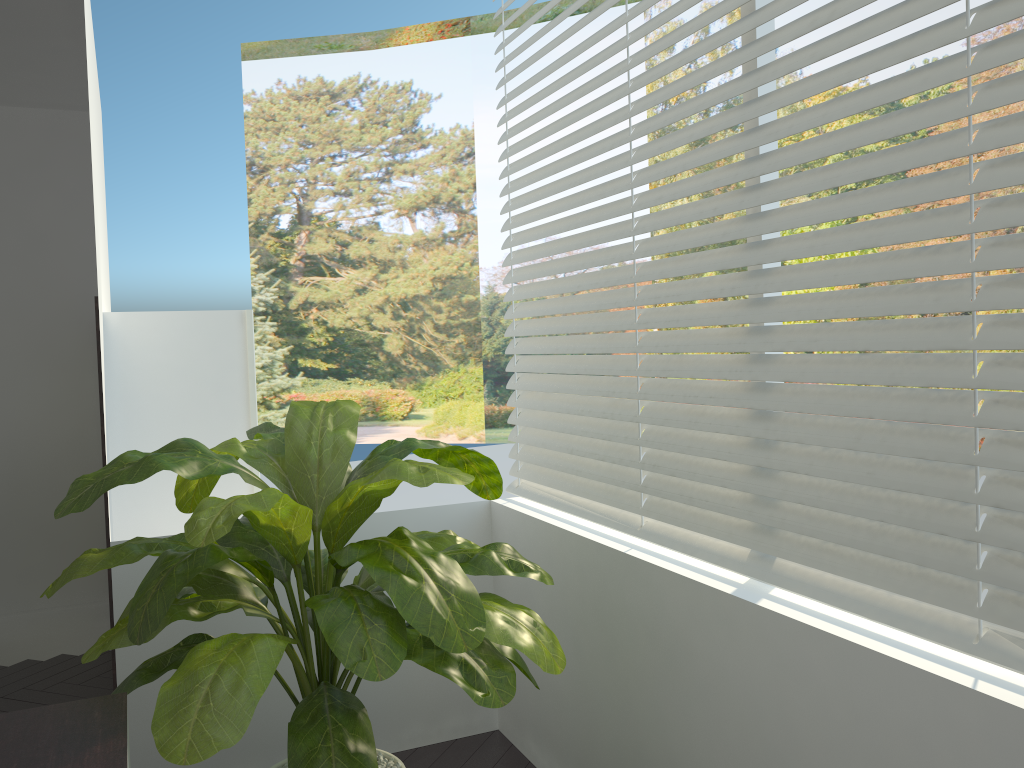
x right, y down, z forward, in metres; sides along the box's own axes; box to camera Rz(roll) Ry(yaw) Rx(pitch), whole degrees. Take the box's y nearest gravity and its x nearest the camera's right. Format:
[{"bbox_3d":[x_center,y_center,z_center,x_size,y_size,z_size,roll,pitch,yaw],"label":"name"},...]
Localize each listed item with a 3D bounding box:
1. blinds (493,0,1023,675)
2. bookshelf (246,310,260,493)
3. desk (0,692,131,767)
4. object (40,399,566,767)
[{"bbox_3d":[0.671,-1.694,1.139,1.219,4.263,3.920,-2,2,-5],"label":"blinds"},{"bbox_3d":[-1.541,0.419,4.009,0.502,1.495,2.100,-3,2,-23],"label":"bookshelf"},{"bbox_3d":[-1.345,0.983,0.863,1.813,0.698,0.975,-3,2,-23],"label":"desk"},{"bbox_3d":[-0.431,0.646,2.041,1.026,1.198,1.121,-4,3,-45],"label":"object"}]
